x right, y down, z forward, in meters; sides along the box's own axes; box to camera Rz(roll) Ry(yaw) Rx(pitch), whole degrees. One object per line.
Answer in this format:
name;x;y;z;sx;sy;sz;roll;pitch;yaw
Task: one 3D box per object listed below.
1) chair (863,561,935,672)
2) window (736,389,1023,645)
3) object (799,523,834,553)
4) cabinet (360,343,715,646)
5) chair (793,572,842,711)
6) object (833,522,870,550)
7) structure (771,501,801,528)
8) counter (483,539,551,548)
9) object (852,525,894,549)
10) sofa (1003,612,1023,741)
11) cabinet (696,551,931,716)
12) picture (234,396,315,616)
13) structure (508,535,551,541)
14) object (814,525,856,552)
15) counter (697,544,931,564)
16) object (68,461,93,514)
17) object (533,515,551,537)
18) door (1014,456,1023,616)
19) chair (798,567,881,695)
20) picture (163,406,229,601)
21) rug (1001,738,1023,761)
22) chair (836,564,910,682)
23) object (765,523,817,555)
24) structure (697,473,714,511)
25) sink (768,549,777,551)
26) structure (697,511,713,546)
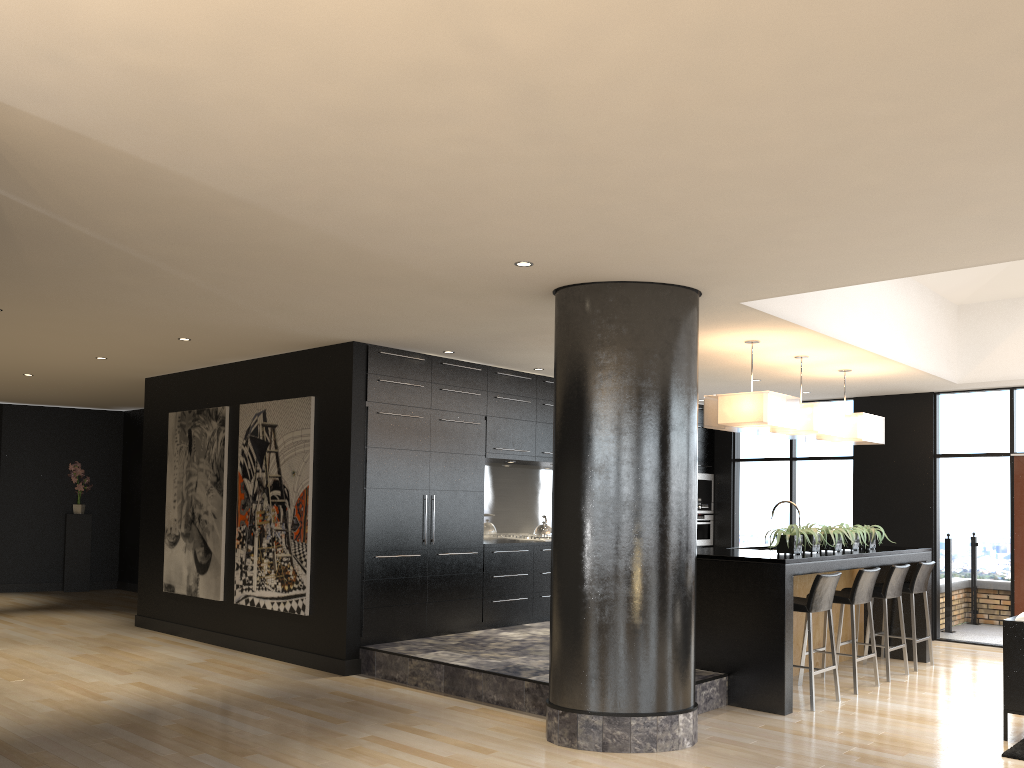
chair;3.582;2.106;8.126;0.520;0.958;0.477;-2;-5;42
window;3.485;-0.631;2.072;10.137;4.753;15.998;-3;-8;29
object;2.403;1.238;7.114;0.398;0.237;0.409;4;-7;-23
cabinet;0.461;1.261;9.645;0.729;2.509;5.757;-1;-7;42
chair;2.126;1.865;6.531;0.520;0.958;0.477;-2;-5;42
object;2.966;1.327;7.697;0.407;0.237;0.400;4;-7;-23
structure;2.281;1.541;7.830;0.657;1.011;2.791;-2;-8;42
counter;0.434;1.716;9.643;0.732;0.033;2.876;-6;-10;42
object;3.185;1.385;8.021;0.398;0.216;0.409;4;-7;-23
sofa;4.062;1.903;5.983;0.840;0.798;2.042;-4;-8;42
cabinet;2.490;1.978;7.614;1.182;1.031;3.131;-4;-9;42
picture;-2.137;1.085;7.949;1.157;1.862;0.077;-2;-4;42
structure;0.448;1.691;9.630;0.522;0.066;0.905;-6;-10;42
object;2.713;1.296;7.417;0.407;0.216;0.400;4;-7;-23
counter;2.500;1.446;7.635;1.183;0.031;3.131;-6;-10;42
object;-6.435;1.543;13.145;0.339;0.782;0.229;2;-3;-19
object;0.340;1.511;9.399;0.221;0.228;0.222;-2;-6;35
door;5.542;1.704;8.857;0.899;1.982;0.095;-2;-4;42
chair;2.656;1.952;7.112;0.520;0.958;0.477;-2;-5;42
picture;-3.176;1.194;8.897;1.157;1.862;0.077;-2;-4;42
rug;4.798;2.233;5.391;2.489;0.011;3.048;-6;-10;43
chair;3.127;2.030;7.628;0.520;0.958;0.477;-2;-5;42
object;2.108;1.194;6.828;0.407;0.237;0.400;4;-7;-23
structure;2.396;1.377;11.271;0.027;0.471;0.680;-1;-6;42
sink;2.292;1.555;7.761;0.462;0.158;0.927;-5;-10;42
structure;2.386;1.838;11.253;0.070;0.442;0.681;-1;-6;42
